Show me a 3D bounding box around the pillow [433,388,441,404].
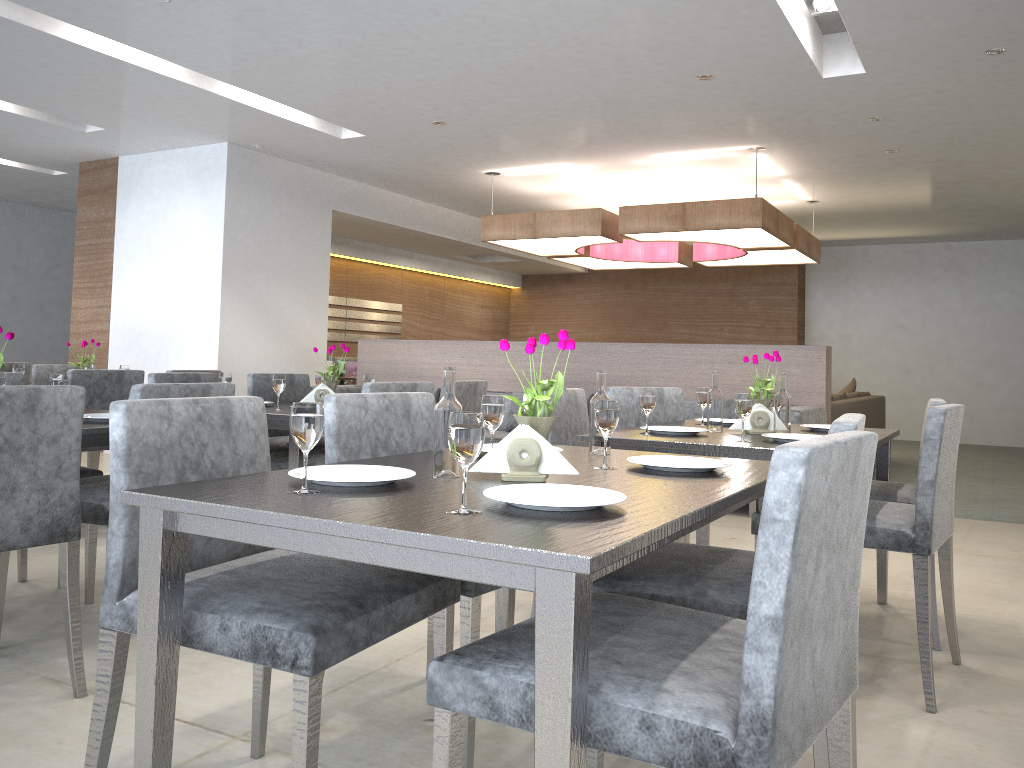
[{"bbox_3d":[-0.859,0.163,6.905,0.638,0.321,0.180,2,-2,29],"label":"pillow"}]

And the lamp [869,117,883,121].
[{"bbox_3d":[2.377,-1.731,5.775,0.089,0.007,0.089,1,1,-16],"label":"lamp"}]

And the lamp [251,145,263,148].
[{"bbox_3d":[-2.020,-1.881,6.997,0.089,0.007,0.089,1,1,-16],"label":"lamp"}]

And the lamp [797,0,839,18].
[{"bbox_3d":[1.501,-1.923,4.306,0.226,0.102,0.487,2,1,29],"label":"lamp"}]

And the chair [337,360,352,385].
[{"bbox_3d":[-1.759,-0.067,9.849,0.219,0.397,0.425,0,-1,30],"label":"chair"}]

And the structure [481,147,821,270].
[{"bbox_3d":[1.388,-1.523,8.215,2.443,0.620,2.441,2,1,29],"label":"structure"}]

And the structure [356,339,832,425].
[{"bbox_3d":[0.391,0.192,6.618,3.775,1.012,0.223,2,-2,29],"label":"structure"}]

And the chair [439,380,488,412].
[{"bbox_3d":[-0.414,0.359,3.933,0.492,0.765,0.475,1,-2,24],"label":"chair"}]

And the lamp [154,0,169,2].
[{"bbox_3d":[-1.645,-1.801,4.124,0.089,0.007,0.089,1,1,-16],"label":"lamp"}]

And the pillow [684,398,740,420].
[{"bbox_3d":[1.342,0.252,5.687,0.638,0.321,0.180,2,-2,29],"label":"pillow"}]

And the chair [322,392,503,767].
[{"bbox_3d":[-0.148,0.412,2.066,0.492,0.765,0.475,0,-2,34],"label":"chair"}]

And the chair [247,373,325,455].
[{"bbox_3d":[-0.985,0.336,4.260,0.492,0.765,0.475,0,-2,34],"label":"chair"}]

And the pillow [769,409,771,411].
[{"bbox_3d":[1.526,0.266,5.317,0.151,0.325,0.573,0,0,29],"label":"pillow"}]

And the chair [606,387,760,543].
[{"bbox_3d":[0.647,0.402,3.378,0.476,0.765,0.491,3,-2,-31],"label":"chair"}]

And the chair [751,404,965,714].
[{"bbox_3d":[1.007,0.432,2.546,0.492,0.765,0.475,0,-2,34],"label":"chair"}]

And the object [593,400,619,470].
[{"bbox_3d":[0.192,0.103,1.806,0.053,0.140,0.053,2,-3,-13],"label":"object"}]

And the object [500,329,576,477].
[{"bbox_3d":[0.052,0.033,1.668,0.104,0.277,0.154,0,-2,26],"label":"object"}]

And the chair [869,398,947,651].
[{"bbox_3d":[1.211,0.426,3.034,0.492,0.765,0.475,1,-2,24],"label":"chair"}]

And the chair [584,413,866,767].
[{"bbox_3d":[0.422,0.435,1.738,0.492,0.765,0.475,1,-2,24],"label":"chair"}]

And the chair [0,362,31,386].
[{"bbox_3d":[-3.392,0.238,5.581,0.492,0.765,0.475,1,-2,24],"label":"chair"}]

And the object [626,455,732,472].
[{"bbox_3d":[0.347,0.168,1.842,0.217,0.015,0.216,2,1,7],"label":"object"}]

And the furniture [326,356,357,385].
[{"bbox_3d":[0.435,0.190,9.934,4.258,0.856,5.636,2,1,29],"label":"furniture"}]

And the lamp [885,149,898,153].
[{"bbox_3d":[2.834,-1.738,6.601,0.089,0.007,0.089,1,1,-16],"label":"lamp"}]

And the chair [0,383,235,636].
[{"bbox_3d":[-1.148,0.371,2.607,0.492,0.765,0.475,1,-2,24],"label":"chair"}]

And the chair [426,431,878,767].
[{"bbox_3d":[0.218,0.442,1.250,0.492,0.765,0.475,0,-2,34],"label":"chair"}]

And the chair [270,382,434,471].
[{"bbox_3d":[-0.618,0.365,3.445,0.492,0.765,0.475,0,-2,34],"label":"chair"}]

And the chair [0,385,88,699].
[{"bbox_3d":[-1.352,0.378,2.119,0.492,0.765,0.475,0,-2,34],"label":"chair"}]

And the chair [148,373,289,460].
[{"bbox_3d":[-1.256,0.340,3.788,0.492,0.765,0.475,1,-2,24],"label":"chair"}]

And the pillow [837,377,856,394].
[{"bbox_3d":[3.101,0.134,8.360,0.279,0.406,0.530,1,0,18],"label":"pillow"}]

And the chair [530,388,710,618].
[{"bbox_3d":[0.362,0.406,2.881,0.492,0.765,0.475,1,-2,24],"label":"chair"}]

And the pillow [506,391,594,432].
[{"bbox_3d":[0.258,0.208,6.288,0.638,0.321,0.180,2,-2,29],"label":"pillow"}]

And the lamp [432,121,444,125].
[{"bbox_3d":[-0.516,-1.819,6.165,0.089,0.007,0.089,1,1,-16],"label":"lamp"}]

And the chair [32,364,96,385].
[{"bbox_3d":[-2.466,0.275,5.080,0.492,0.765,0.475,0,-2,34],"label":"chair"}]

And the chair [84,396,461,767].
[{"bbox_3d":[-0.419,0.416,1.593,0.492,0.765,0.475,1,-2,24],"label":"chair"}]

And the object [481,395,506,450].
[{"bbox_3d":[-0.042,0.094,1.880,0.053,0.140,0.053,2,-3,-13],"label":"object"}]

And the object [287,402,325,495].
[{"bbox_3d":[-0.321,0.099,1.376,0.053,0.140,0.053,2,-3,-13],"label":"object"}]

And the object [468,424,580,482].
[{"bbox_3d":[0.022,0.122,1.605,0.203,0.100,0.070,2,-2,-1],"label":"object"}]

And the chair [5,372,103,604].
[{"bbox_3d":[-1.719,0.348,2.935,0.492,0.765,0.475,0,-2,34],"label":"chair"}]

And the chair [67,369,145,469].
[{"bbox_3d":[-2.100,0.305,4.265,0.492,0.765,0.475,0,-2,34],"label":"chair"}]

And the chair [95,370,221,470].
[{"bbox_3d":[-1.896,0.299,4.753,0.492,0.765,0.475,1,-2,24],"label":"chair"}]

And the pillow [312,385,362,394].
[{"bbox_3d":[-1.303,0.158,6.872,0.188,0.307,0.558,1,0,30],"label":"pillow"}]

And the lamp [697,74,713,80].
[{"bbox_3d":[1.098,-1.748,5.035,0.089,0.007,0.089,1,1,-16],"label":"lamp"}]

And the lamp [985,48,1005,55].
[{"bbox_3d":[2.466,-1.698,4.516,0.089,0.007,0.089,1,1,-16],"label":"lamp"}]
